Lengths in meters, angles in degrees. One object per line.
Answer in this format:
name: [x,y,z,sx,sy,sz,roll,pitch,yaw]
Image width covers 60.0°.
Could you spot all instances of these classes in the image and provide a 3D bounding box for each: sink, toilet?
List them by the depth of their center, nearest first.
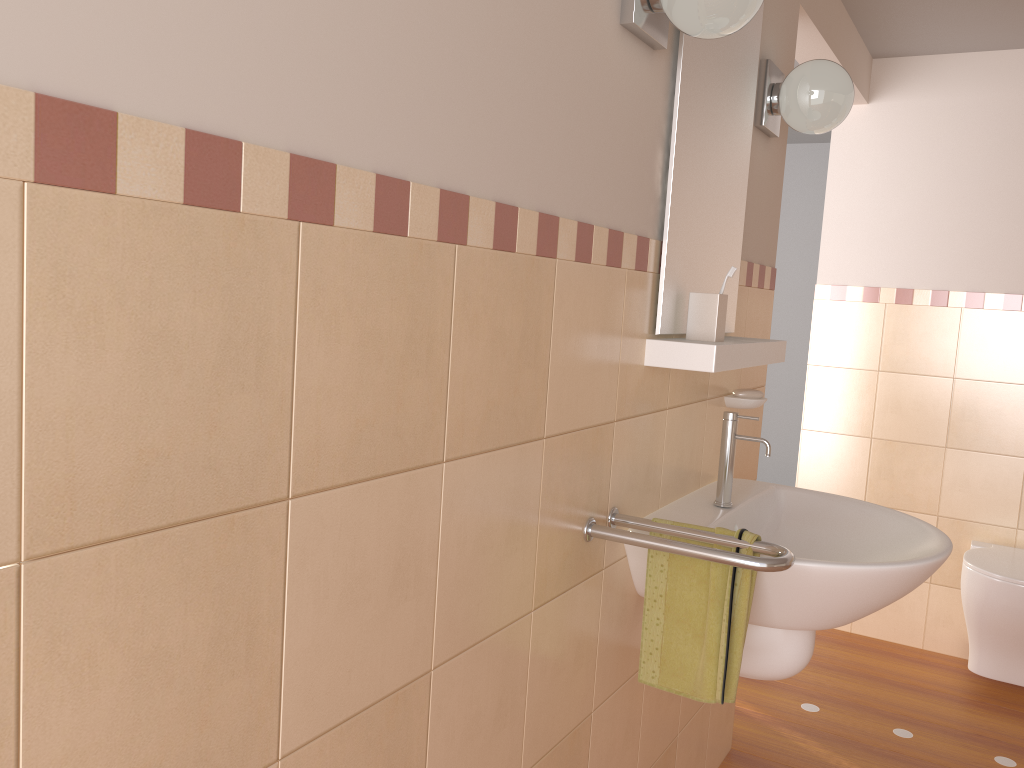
sink: [0.587,0.333,1.796,0.539,0.516,0.683,7,7,29]
toilet: [1.750,0.808,3.064,0.375,0.400,0.534,7,7,29]

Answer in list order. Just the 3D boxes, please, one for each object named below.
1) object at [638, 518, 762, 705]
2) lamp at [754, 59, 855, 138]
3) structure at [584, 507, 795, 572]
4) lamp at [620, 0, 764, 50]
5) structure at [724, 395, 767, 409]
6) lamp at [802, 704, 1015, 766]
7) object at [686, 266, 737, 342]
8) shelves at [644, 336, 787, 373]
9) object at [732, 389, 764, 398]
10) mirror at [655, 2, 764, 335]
object: [0.321,0.386,1.530,0.085,0.306,0.181,-2,8,-44]
lamp: [0.712,-0.688,2.131,0.209,0.173,0.173,7,7,29]
structure: [0.297,0.262,1.469,0.333,0.042,0.142,7,7,29]
lamp: [0.303,-0.641,1.416,0.209,0.173,0.173,7,7,29]
structure: [0.574,0.046,2.162,0.092,0.029,0.117,7,7,29]
lamp: [0.421,1.170,1.412,2.893,0.001,3.173,7,7,29]
object: [0.390,-0.158,1.732,0.073,0.149,0.063,7,7,29]
shelves: [0.439,-0.067,1.854,0.138,0.050,0.554,7,7,29]
object: [0.575,0.024,2.161,0.075,0.023,0.050,3,6,-6]
mirror: [0.422,-0.502,1.835,0.008,0.799,0.502,7,7,29]
